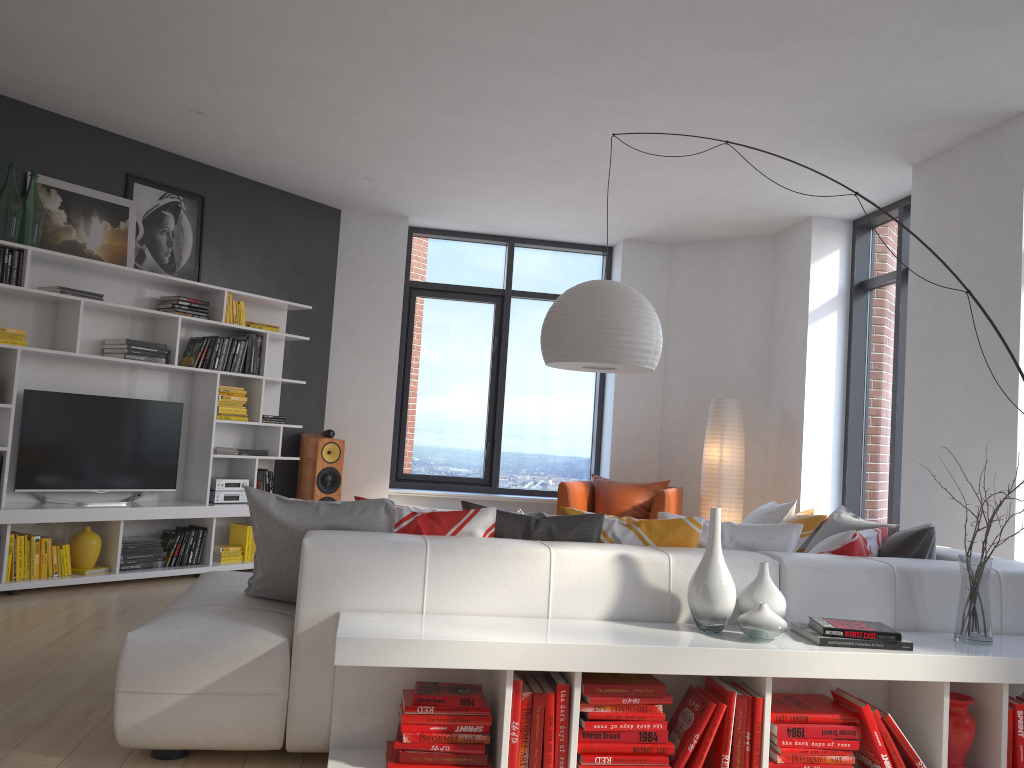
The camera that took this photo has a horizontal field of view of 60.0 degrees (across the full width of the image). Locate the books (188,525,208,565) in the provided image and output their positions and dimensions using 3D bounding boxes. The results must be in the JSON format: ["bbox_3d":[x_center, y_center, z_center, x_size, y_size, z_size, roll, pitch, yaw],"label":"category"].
[{"bbox_3d":[-2.255,1.138,6.286,0.197,0.260,0.066,1,-5,36],"label":"books"}]

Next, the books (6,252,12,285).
[{"bbox_3d":[-3.044,-0.682,5.306,0.147,0.200,0.021,1,-5,36],"label":"books"}]

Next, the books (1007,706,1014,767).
[{"bbox_3d":[1.564,1.158,2.891,0.026,0.250,0.168,4,-4,-9],"label":"books"}]

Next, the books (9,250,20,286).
[{"bbox_3d":[-3.027,-0.688,5.330,0.169,0.218,0.038,1,-5,36],"label":"books"}]

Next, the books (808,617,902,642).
[{"bbox_3d":[1.098,0.789,2.855,0.238,0.027,0.188,3,-4,5],"label":"books"}]

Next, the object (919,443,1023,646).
[{"bbox_3d":[1.607,0.495,2.955,0.406,0.744,0.607,1,-5,31],"label":"object"}]

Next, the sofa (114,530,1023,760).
[{"bbox_3d":[0.271,1.005,4.240,3.424,0.732,2.614,4,-4,-9],"label":"sofa"}]

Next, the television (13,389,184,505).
[{"bbox_3d":[-2.704,0.434,5.876,0.207,0.704,1.102,1,-5,36],"label":"television"}]

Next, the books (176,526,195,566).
[{"bbox_3d":[-2.313,1.131,6.207,0.192,0.254,0.075,1,-5,35],"label":"books"}]

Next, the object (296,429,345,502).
[{"bbox_3d":[-1.603,0.908,7.220,0.290,1.088,0.434,7,-5,-39],"label":"object"}]

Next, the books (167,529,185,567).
[{"bbox_3d":[-2.366,1.134,6.135,0.187,0.234,0.096,1,-5,36],"label":"books"}]

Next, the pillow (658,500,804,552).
[{"bbox_3d":[1.097,0.794,4.357,0.580,0.456,2.156,3,-4,17],"label":"pillow"}]

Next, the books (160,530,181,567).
[{"bbox_3d":[-2.382,1.130,6.105,0.182,0.234,0.104,1,-5,36],"label":"books"}]

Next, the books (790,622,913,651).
[{"bbox_3d":[1.094,0.817,2.878,0.300,0.026,0.245,4,-4,-4],"label":"books"}]

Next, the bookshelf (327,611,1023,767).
[{"bbox_3d":[0.750,1.054,2.807,2.600,0.500,0.356,4,-4,-9],"label":"bookshelf"}]

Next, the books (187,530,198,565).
[{"bbox_3d":[-2.293,1.141,6.224,0.179,0.243,0.068,1,-5,35],"label":"books"}]

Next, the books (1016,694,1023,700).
[{"bbox_3d":[1.789,1.178,2.945,0.119,0.249,0.187,4,-4,-9],"label":"books"}]

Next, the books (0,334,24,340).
[{"bbox_3d":[-3.031,-0.283,5.303,0.113,0.018,0.169,1,-5,37],"label":"books"}]

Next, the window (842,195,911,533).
[{"bbox_3d":[2.801,-0.128,6.299,0.170,2.402,1.310,4,-4,-9],"label":"window"}]

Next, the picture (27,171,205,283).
[{"bbox_3d":[-2.665,-1.107,6.062,0.076,0.707,1.279,1,-5,36],"label":"picture"}]

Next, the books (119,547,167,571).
[{"bbox_3d":[-2.542,1.155,5.936,0.277,0.137,0.343,1,-5,31],"label":"books"}]

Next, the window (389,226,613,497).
[{"bbox_3d":[-0.091,-0.180,8.303,1.960,2.402,0.170,4,-4,-9],"label":"window"}]

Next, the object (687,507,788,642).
[{"bbox_3d":[0.738,0.608,2.890,0.316,0.398,0.319,3,-4,15],"label":"object"}]

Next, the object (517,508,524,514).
[{"bbox_3d":[-0.051,0.817,4.919,0.330,0.265,0.330,3,-4,15],"label":"object"}]

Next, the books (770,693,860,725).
[{"bbox_3d":[0.926,1.051,2.872,0.301,0.032,0.227,4,-4,-9],"label":"books"}]

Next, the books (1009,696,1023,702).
[{"bbox_3d":[1.694,1.172,2.914,0.066,0.247,0.175,4,-4,-9],"label":"books"}]

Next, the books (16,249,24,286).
[{"bbox_3d":[-3.005,-0.692,5.349,0.174,0.230,0.019,1,-5,36],"label":"books"}]

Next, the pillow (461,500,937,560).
[{"bbox_3d":[0.827,0.721,3.521,2.120,0.436,0.608,5,-4,-13],"label":"pillow"}]

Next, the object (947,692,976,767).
[{"bbox_3d":[1.436,1.145,2.880,0.125,0.258,0.125,6,-5,-31],"label":"object"}]

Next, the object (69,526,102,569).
[{"bbox_3d":[-2.707,1.033,5.627,0.185,0.257,0.185,3,-4,14],"label":"object"}]

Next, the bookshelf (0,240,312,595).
[{"bbox_3d":[-2.600,0.263,5.830,0.455,2.052,3.000,1,-5,36],"label":"bookshelf"}]

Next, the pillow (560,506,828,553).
[{"bbox_3d":[0.940,0.783,4.079,0.630,0.440,2.095,1,-5,38],"label":"pillow"}]

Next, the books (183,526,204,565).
[{"bbox_3d":[-2.274,1.139,6.257,0.191,0.249,0.084,1,-5,36],"label":"books"}]

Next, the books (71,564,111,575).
[{"bbox_3d":[-2.737,1.176,5.643,0.270,0.029,0.204,2,-4,21],"label":"books"}]

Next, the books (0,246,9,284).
[{"bbox_3d":[-3.062,-0.699,5.290,0.176,0.232,0.025,1,-5,36],"label":"books"}]

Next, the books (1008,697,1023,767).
[{"bbox_3d":[1.600,1.152,2.905,0.050,0.268,0.198,4,-4,-9],"label":"books"}]

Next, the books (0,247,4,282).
[{"bbox_3d":[-3.072,-0.695,5.266,0.156,0.221,0.021,1,-5,36],"label":"books"}]

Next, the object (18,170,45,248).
[{"bbox_3d":[-2.971,-1.071,5.471,0.157,0.507,0.157,7,-5,-40],"label":"object"}]

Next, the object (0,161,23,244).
[{"bbox_3d":[-3.016,-1.085,5.312,0.157,0.507,0.157,7,-5,-40],"label":"object"}]

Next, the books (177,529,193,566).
[{"bbox_3d":[-2.306,1.137,6.172,0.172,0.242,0.069,1,-5,37],"label":"books"}]

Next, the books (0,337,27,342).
[{"bbox_3d":[-3.045,-0.270,5.318,0.148,0.011,0.196,1,-5,36],"label":"books"}]

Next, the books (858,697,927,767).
[{"bbox_3d":[1.231,1.150,2.859,0.186,0.223,0.188,4,-4,-8],"label":"books"}]

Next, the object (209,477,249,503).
[{"bbox_3d":[-2.142,0.783,6.549,0.270,0.174,0.285,1,-5,36],"label":"object"}]

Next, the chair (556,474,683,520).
[{"bbox_3d":[0.901,1.185,7.203,0.896,0.858,0.843,2,-4,23],"label":"chair"}]

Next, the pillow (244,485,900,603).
[{"bbox_3d":[0.359,0.704,3.777,2.953,0.453,0.647,5,-4,-21],"label":"pillow"}]

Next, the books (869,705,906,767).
[{"bbox_3d":[1.177,1.140,2.851,0.148,0.232,0.171,4,-4,-7],"label":"books"}]

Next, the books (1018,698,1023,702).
[{"bbox_3d":[1.751,1.182,2.932,0.083,0.233,0.178,4,-4,-9],"label":"books"}]

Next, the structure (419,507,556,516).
[{"bbox_3d":[-0.111,1.366,7.875,1.474,0.460,0.110,4,-4,-9],"label":"structure"}]

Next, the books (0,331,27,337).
[{"bbox_3d":[-3.039,-0.299,5.318,0.134,0.014,0.187,1,-5,36],"label":"books"}]

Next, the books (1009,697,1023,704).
[{"bbox_3d":[1.630,1.160,2.907,0.056,0.262,0.185,4,-4,-9],"label":"books"}]

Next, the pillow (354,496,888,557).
[{"bbox_3d":[0.505,0.722,3.462,2.250,0.449,0.575,5,-4,-11],"label":"pillow"}]

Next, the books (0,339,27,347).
[{"bbox_3d":[-3.043,-0.247,5.314,0.147,0.033,0.190,1,-5,36],"label":"books"}]

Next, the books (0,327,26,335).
[{"bbox_3d":[-3.050,-0.319,5.324,0.138,0.026,0.186,1,-5,36],"label":"books"}]

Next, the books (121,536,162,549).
[{"bbox_3d":[-2.558,1.062,5.950,0.250,0.047,0.310,1,-5,32],"label":"books"}]

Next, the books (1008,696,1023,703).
[{"bbox_3d":[1.664,1.167,2.920,0.076,0.252,0.199,4,-4,-9],"label":"books"}]

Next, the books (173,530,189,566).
[{"bbox_3d":[-2.336,1.137,6.152,0.169,0.233,0.081,1,-5,35],"label":"books"}]

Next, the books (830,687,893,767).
[{"bbox_3d":[1.129,1.128,2.851,0.134,0.248,0.192,4,-4,-9],"label":"books"}]
